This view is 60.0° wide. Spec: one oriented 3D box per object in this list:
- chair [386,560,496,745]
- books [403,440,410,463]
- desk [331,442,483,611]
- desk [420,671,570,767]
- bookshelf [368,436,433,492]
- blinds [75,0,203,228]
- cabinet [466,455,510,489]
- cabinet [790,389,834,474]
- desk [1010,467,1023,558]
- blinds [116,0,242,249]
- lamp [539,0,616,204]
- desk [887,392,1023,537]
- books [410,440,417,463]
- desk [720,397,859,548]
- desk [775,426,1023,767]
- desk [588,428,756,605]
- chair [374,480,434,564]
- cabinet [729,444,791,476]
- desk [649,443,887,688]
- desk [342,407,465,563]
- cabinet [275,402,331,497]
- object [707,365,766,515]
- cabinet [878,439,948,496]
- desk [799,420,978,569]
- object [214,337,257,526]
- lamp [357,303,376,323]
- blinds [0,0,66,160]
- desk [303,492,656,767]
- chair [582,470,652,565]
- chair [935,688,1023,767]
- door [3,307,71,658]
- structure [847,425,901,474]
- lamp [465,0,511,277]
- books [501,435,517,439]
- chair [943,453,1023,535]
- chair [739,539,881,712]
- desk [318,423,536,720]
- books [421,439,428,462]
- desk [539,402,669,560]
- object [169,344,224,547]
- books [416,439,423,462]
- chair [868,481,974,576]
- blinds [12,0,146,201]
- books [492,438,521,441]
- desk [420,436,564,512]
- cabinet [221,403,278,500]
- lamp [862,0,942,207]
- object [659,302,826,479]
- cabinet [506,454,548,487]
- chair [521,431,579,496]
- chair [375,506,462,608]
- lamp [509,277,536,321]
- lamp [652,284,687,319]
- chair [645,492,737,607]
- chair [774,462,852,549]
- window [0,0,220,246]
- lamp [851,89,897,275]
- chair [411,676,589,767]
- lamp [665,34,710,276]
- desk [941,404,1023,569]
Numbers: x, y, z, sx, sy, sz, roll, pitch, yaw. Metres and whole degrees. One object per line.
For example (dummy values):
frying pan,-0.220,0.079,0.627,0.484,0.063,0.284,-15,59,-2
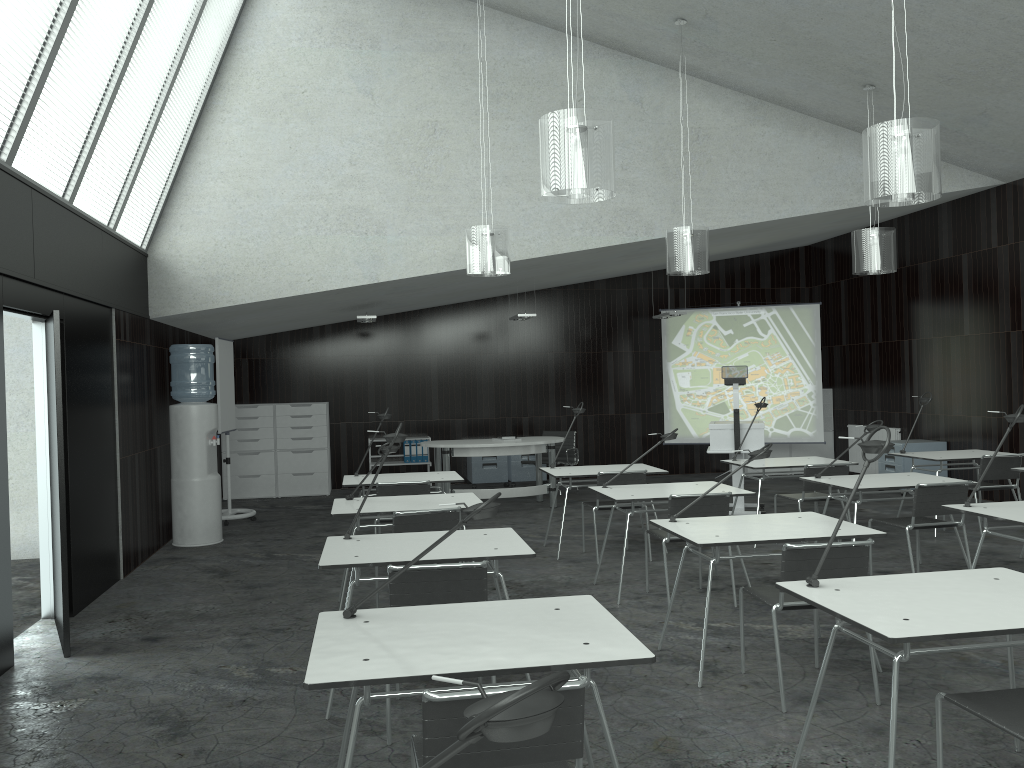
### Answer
chair,-0.298,1.137,3.616,0.428,0.765,0.555,-2,0,-6
books,-1.387,0.982,11.682,0.072,0.320,0.262,-2,0,-10
desk,-0.637,0.949,5.428,0.900,1.153,0.700,-2,0,-10
desk,0.074,0.943,1.127,0.900,1.153,0.700,-2,0,-10
bookshelf,-1.471,1.160,11.660,0.817,0.739,0.403,-2,0,-10
blinds,-2.359,-2.761,6.099,1.106,2.982,0.889,-2,0,-10
cabinet,-0.331,1.176,11.763,0.502,0.648,0.598,-2,0,-10
cabinet,4.089,0.726,12.521,0.639,1.285,0.587,-2,0,-10
desk,4.158,0.732,6.250,0.900,1.321,0.700,-2,0,-11
blinds,-2.525,-2.759,7.074,1.106,2.982,0.889,-2,0,-10
lamp,0.273,-2.404,4.166,0.350,2.848,0.359,-2,0,-10
desk,3.863,0.736,7.683,0.900,1.321,0.700,-2,0,-10
books,-1.303,0.979,11.696,0.072,0.320,0.262,-2,0,-10
desk,2.297,0.779,7.407,0.900,1.321,0.700,-2,0,-10
desk,1.417,0.817,2.834,0.900,1.321,0.700,-2,0,-10
desk,1.013,0.903,5.737,0.900,1.153,0.700,-2,0,-10
chair,-0.789,1.142,6.471,0.428,0.765,0.555,-2,0,-8
cabinet,3.451,0.743,12.412,0.639,1.285,0.587,-2,0,-10
desk,1.200,0.903,4.265,0.900,1.153,0.700,-2,0,-9
desk,-0.853,0.866,6.889,0.900,1.321,0.700,-2,0,-10
cabinet,-2.669,0.917,11.366,0.639,1.292,0.587,-2,0,-10
object,2.192,0.619,8.653,0.559,1.639,0.680,-2,0,14
cabinet,4.552,1.048,10.082,0.598,0.648,0.502,-2,0,-10
desk,2.520,0.861,5.976,0.900,1.153,0.700,-2,0,-10
object,-2.940,0.531,9.115,0.553,2.091,0.560,-1,0,44
lamp,-1.688,-2.585,9.987,0.212,3.595,0.600,-2,0,-10
blinds,-2.031,-2.747,4.150,1.094,2.949,0.889,-2,0,-10
desk,-0.117,0.944,2.575,0.900,1.153,0.700,-2,0,-9
chair,0.790,1.098,6.820,0.428,0.765,0.555,-2,0,-11
chair,1.519,1.092,2.459,0.428,0.765,0.555,-2,0,-10
door,-2.564,0.569,4.955,0.365,2.020,0.940,-2,0,-10
structure,4.597,0.943,11.301,0.079,0.688,1.129,-2,0,-10
lamp,-0.224,-2.399,7.076,0.350,2.848,0.359,-2,0,-10
books,-0.030,0.644,9.641,0.164,0.032,0.183,-2,0,3
chair,3.936,1.010,7.394,0.428,0.765,0.555,-2,0,-12
chair,1.272,1.094,3.850,0.428,0.765,0.555,-2,0,-8
desk,-0.392,0.863,3.993,0.900,1.321,0.700,-2,0,-9
books,-1.155,0.975,11.721,0.072,0.320,0.262,-2,0,-10
desk,0.720,0.823,7.127,0.900,1.321,0.700,-2,0,-9
object,-2.837,0.595,7.935,0.436,1.967,0.436,-2,0,-20
books,-1.229,0.977,11.709,0.072,0.320,0.262,-2,0,-10
chair,2.618,1.051,5.681,0.428,0.765,0.555,-2,0,-13
blinds,-2.197,-2.746,5.123,1.094,2.949,0.889,-2,0,-10
books,-0.058,0.670,9.676,0.210,0.021,0.297,-2,0,-27
desk,-0.164,1.091,9.581,1.600,0.818,0.910,-2,0,-15
cabinet,-3.307,0.934,11.257,0.639,1.292,0.587,-2,0,-10
lamp,1.928,-2.179,4.448,0.350,2.307,0.359,-2,0,-10
object,2.972,0.107,11.503,2.051,2.602,0.673,-2,0,15
cabinet,0.176,1.162,11.850,0.502,0.648,0.598,-2,0,-10
chair,0.469,1.066,10.836,0.560,0.825,0.587,-1,0,29
chair,-0.535,1.139,5.053,0.428,0.765,0.555,-2,0,-22
lamp,0.072,-2.634,10.287,0.212,3.595,0.600,-2,0,-10
lamp,1.831,-2.683,10.588,0.212,3.595,0.600,-2,0,-10
chair,1.082,1.094,5.447,0.428,0.765,0.555,-2,0,-10
chair,2.376,1.054,6.993,0.428,0.765,0.555,-2,0,-12
window,-1.560,-2.783,1.220,1.144,3.101,12.775,-2,0,-10
lamp,3.102,-1.948,7.644,0.350,1.761,0.359,-2,0,-10
chair,-0.045,1.135,2.241,0.428,0.765,0.555,-2,0,-11
lamp,1.431,-2.175,7.358,0.350,2.307,0.359,-2,0,-10
desk,2.814,0.774,4.524,0.900,1.321,0.700,-2,0,-10
